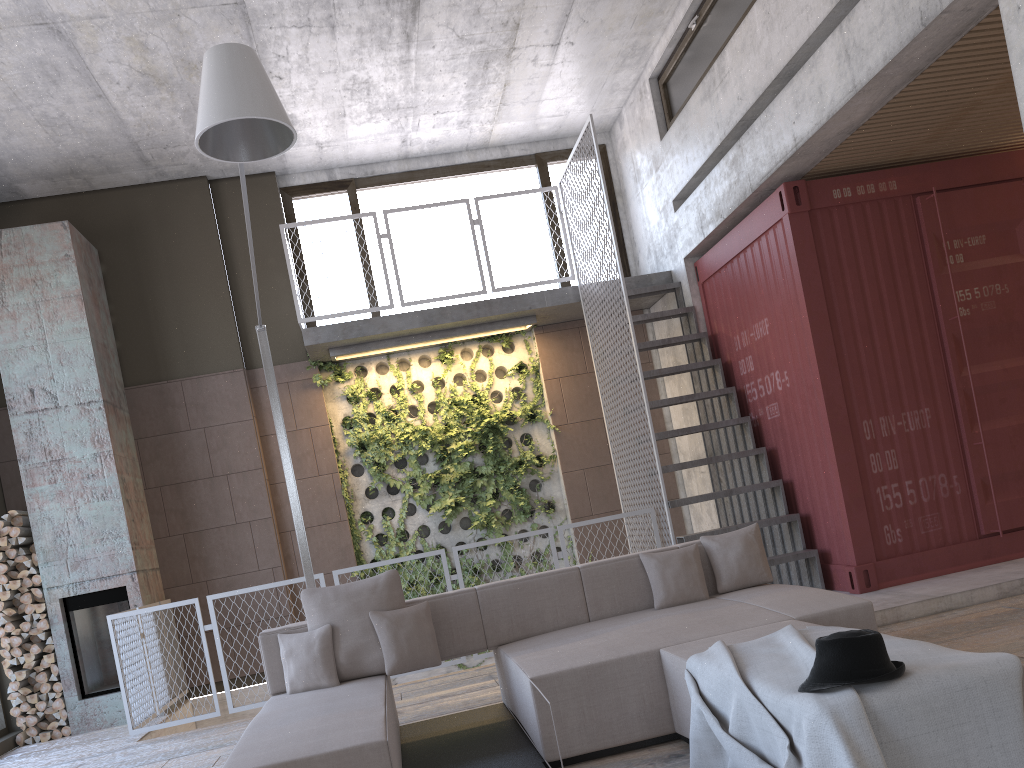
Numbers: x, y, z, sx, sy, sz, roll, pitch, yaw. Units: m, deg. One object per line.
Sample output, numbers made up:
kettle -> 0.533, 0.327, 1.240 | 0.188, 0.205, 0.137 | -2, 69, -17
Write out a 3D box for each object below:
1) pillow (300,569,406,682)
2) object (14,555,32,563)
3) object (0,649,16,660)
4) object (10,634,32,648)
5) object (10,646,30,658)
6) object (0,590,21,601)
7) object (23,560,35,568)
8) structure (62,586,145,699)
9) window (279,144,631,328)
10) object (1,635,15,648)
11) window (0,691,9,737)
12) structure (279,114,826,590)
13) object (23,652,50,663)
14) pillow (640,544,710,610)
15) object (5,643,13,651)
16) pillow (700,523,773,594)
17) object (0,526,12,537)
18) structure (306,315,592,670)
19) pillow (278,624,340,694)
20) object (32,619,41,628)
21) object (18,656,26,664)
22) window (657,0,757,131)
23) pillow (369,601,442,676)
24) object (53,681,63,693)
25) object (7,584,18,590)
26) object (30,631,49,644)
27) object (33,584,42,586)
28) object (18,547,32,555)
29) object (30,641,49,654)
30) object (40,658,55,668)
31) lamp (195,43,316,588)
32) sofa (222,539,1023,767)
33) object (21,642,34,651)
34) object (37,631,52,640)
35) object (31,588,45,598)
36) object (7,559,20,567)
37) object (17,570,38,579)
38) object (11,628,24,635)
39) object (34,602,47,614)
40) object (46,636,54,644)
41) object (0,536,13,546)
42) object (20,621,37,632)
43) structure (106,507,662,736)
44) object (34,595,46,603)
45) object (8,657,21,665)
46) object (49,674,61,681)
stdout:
pillow -> -0.853, 1.347, 4.849 | 0.562, 0.555, 0.223 | -11, -1, -6
object -> -4.372, 1.580, 7.952 | 0.121, 0.067, 0.368 | -10, -8, -8
object -> -4.487, 2.419, 7.892 | 0.088, 0.107, 0.370 | -10, -8, -10
object -> -4.393, 2.291, 7.876 | 0.098, 0.106, 0.298 | -10, -7, -9
object -> -4.407, 2.405, 7.947 | 0.092, 0.092, 0.443 | -10, -8, -10
object -> -4.467, 1.893, 7.901 | 0.093, 0.083, 0.486 | -10, -8, -10
object -> -4.327, 1.641, 7.969 | 0.066, 0.084, 0.431 | -10, -8, -12
structure -> -3.666, 2.328, 7.927 | 0.574, 0.923, 0.057 | -11, 0, -8
window -> -0.541, -1.480, 9.474 | 3.552, 1.744, 0.110 | -10, 0, -8
object -> -4.493, 2.306, 7.907 | 0.100, 0.102, 0.296 | -10, -7, -8
window -> -4.299, 0.320, 3.421 | 0.208, 4.132, 9.342 | -11, -7, -11
structure -> 0.077, 0.255, 8.104 | 3.669, 4.295, 3.068 | -11, -3, -9
object -> -4.282, 2.453, 7.955 | 0.093, 0.083, 0.486 | -10, -8, -10
pillow -> 0.965, 1.133, 5.129 | 0.369, 0.357, 0.188 | -10, -2, -9
object -> -4.454, 2.335, 7.826 | 0.045, 0.072, 0.255 | -11, -8, -11
pillow -> 1.337, 1.034, 5.205 | 0.361, 0.365, 0.189 | -11, -2, -4
object -> -4.482, 1.330, 7.892 | 0.103, 0.083, 0.368 | -10, -8, -10
structure -> -0.543, 1.110, 9.127 | 2.617, 3.804, 1.011 | -11, -1, -8
pillow -> -1.110, 1.516, 4.776 | 0.373, 0.375, 0.150 | -13, -2, 24
object -> -4.259, 2.163, 7.980 | 0.067, 0.070, 0.429 | -10, -8, -11
object -> -4.354, 2.476, 7.946 | 0.067, 0.066, 0.429 | -10, -8, -11
window -> 2.026, -3.354, 4.184 | 0.113, 0.602, 8.559 | -11, -8, -10
pillow -> -0.567, 1.386, 4.782 | 0.372, 0.370, 0.172 | -8, -3, -35
object -> -4.059, 2.730, 7.994 | 0.091, 0.091, 0.443 | -10, -8, -10
object -> -4.420, 1.815, 7.934 | 0.114, 0.079, 0.441 | -10, -8, -10
object -> -4.297, 2.321, 8.026 | 0.103, 0.101, 0.296 | -10, -7, -10
object -> -4.240, 1.775, 7.957 | 0.100, 0.102, 0.296 | -10, -7, -8
object -> -4.385, 1.519, 7.979 | 0.067, 0.070, 0.429 | -10, -8, -11
object -> -4.228, 2.375, 7.946 | 0.090, 0.088, 0.461 | -10, -8, -9
object -> -4.169, 2.512, 7.989 | 0.090, 0.088, 0.462 | -10, -8, -10
lamp -> -1.167, 0.421, 4.999 | 0.749, 3.406, 2.669 | -11, -3, -22
sofa -> 0.267, 1.311, 3.933 | 2.985, 0.780, 3.054 | -10, -8, -9
object -> -4.338, 2.382, 7.984 | 0.101, 0.086, 0.368 | -10, -8, -10
object -> -4.201, 2.285, 7.969 | 0.066, 0.084, 0.431 | -10, -8, -12
object -> -4.235, 1.888, 7.942 | 0.088, 0.107, 0.370 | -10, -8, -10
object -> -4.469, 1.611, 7.941 | 0.064, 0.074, 0.365 | -10, -8, -11
object -> -4.361, 1.731, 7.988 | 0.114, 0.079, 0.441 | -10, -8, -10
object -> -4.406, 2.222, 7.907 | 0.088, 0.056, 0.337 | -10, -8, -10
object -> -4.201, 2.021, 7.978 | 0.093, 0.083, 0.486 | -10, -8, -10
object -> -4.141, 2.306, 7.977 | 0.066, 0.084, 0.431 | -10, -8, -12
object -> -4.506, 1.427, 7.921 | 0.093, 0.082, 0.486 | -10, -8, -10
object -> -4.321, 2.179, 7.941 | 0.090, 0.088, 0.462 | -10, -8, -11
structure -> -1.007, 2.033, 7.985 | 4.410, 0.929, 1.953 | -10, -7, -8
object -> -4.257, 1.950, 8.007 | 0.101, 0.086, 0.368 | -10, -8, -10
object -> -4.433, 2.488, 7.934 | 0.067, 0.066, 0.429 | -10, -8, -11
object -> -4.102, 2.640, 7.981 | 0.071, 0.072, 0.429 | -10, -8, -10
